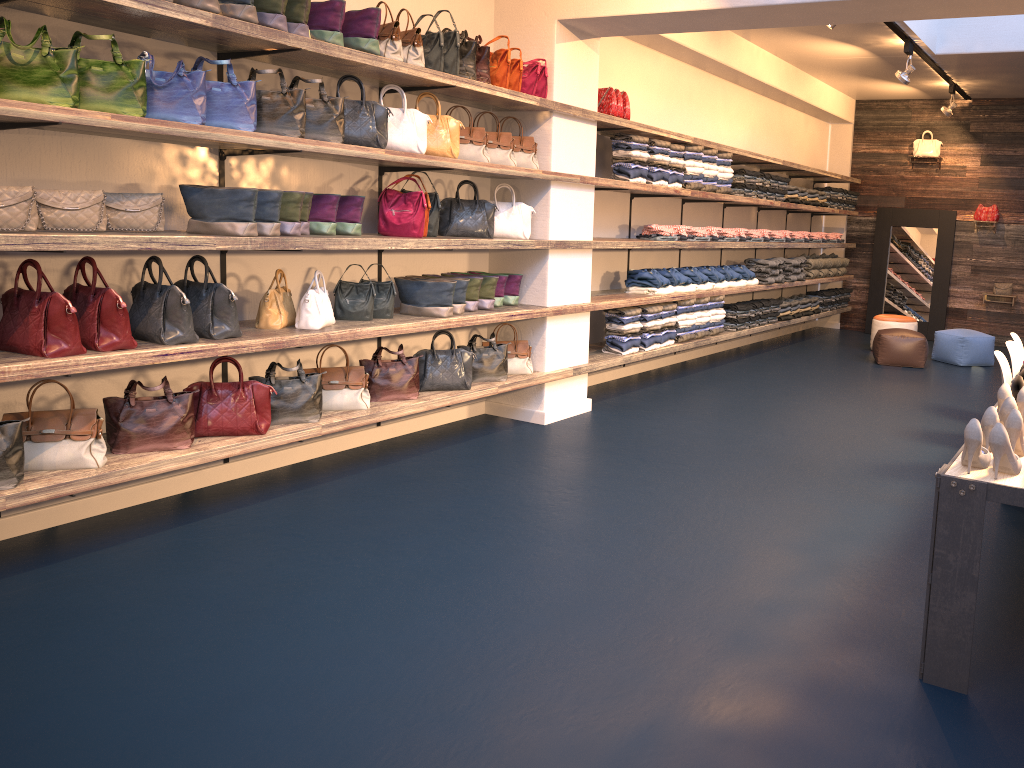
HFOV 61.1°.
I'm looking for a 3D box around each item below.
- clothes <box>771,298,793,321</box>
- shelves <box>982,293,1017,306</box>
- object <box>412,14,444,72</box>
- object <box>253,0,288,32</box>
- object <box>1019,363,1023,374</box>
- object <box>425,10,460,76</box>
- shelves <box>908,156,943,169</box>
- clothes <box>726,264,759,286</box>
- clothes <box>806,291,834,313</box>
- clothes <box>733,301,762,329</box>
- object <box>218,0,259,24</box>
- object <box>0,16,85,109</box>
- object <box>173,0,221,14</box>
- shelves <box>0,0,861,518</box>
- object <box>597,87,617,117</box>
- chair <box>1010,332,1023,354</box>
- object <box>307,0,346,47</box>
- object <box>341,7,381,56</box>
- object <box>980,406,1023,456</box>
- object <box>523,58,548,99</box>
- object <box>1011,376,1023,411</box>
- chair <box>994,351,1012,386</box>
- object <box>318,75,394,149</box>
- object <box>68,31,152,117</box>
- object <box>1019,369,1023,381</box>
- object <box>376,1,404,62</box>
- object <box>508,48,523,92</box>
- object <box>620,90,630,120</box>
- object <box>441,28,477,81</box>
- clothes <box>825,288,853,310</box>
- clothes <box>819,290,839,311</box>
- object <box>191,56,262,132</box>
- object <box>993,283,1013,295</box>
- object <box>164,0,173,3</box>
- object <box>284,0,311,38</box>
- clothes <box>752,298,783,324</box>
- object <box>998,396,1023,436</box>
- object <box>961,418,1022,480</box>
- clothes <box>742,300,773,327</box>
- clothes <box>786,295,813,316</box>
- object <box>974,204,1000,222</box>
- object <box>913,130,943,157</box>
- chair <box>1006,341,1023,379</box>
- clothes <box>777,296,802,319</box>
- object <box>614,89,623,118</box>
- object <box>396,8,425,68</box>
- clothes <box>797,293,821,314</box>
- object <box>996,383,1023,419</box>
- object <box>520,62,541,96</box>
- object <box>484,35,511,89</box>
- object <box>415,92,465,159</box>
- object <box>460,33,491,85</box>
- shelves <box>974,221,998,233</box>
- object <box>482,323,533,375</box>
[{"bbox_3d":[3.281,-0.936,10.861,0.384,0.249,0.378,12,13,42],"label":"clothes"},{"bbox_3d":[6.958,-1.205,12.398,0.421,0.142,0.265,10,12,31],"label":"shelves"},{"bbox_3d":[-0.523,-1.997,5.101,0.275,0.349,0.146,7,9,27],"label":"object"},{"bbox_3d":[-1.224,-1.790,4.136,0.392,0.233,0.191,8,10,26],"label":"object"},{"bbox_3d":[2.689,-0.026,4.463,0.188,0.193,0.262,9,11,33],"label":"object"},{"bbox_3d":[-0.436,-2.045,5.220,0.275,0.406,0.146,7,9,27],"label":"object"},{"bbox_3d":[6.050,-3.239,12.713,0.421,0.156,0.265,10,12,31],"label":"shelves"},{"bbox_3d":[2.530,-1.233,9.790,0.395,0.238,0.463,9,12,32],"label":"clothes"},{"bbox_3d":[4.326,-1.169,12.227,0.344,0.296,0.354,9,12,35],"label":"clothes"},{"bbox_3d":[2.620,-0.788,9.812,0.346,0.296,0.342,6,10,21],"label":"clothes"},{"bbox_3d":[-1.320,-1.764,3.958,0.394,0.229,0.190,7,10,23],"label":"object"},{"bbox_3d":[-1.852,-1.219,3.307,0.398,0.319,0.188,-1,9,-20],"label":"object"},{"bbox_3d":[-1.426,-1.740,3.807,0.388,0.229,0.193,10,11,33],"label":"object"},{"bbox_3d":[3.059,-0.315,4.184,8.053,2.205,18.195,10,13,33],"label":"shelves"},{"bbox_3d":[0.661,-2.210,6.795,0.297,0.242,0.153,8,10,29],"label":"object"},{"bbox_3d":[4.211,0.019,6.897,0.507,0.794,0.503,7,10,31],"label":"chair"},{"bbox_3d":[-1.022,-1.846,4.472,0.392,0.233,0.191,8,10,26],"label":"object"},{"bbox_3d":[-0.850,-1.865,4.621,0.388,0.233,0.193,10,11,33],"label":"object"},{"bbox_3d":[1.824,0.167,3.242,0.190,0.193,0.259,7,10,25],"label":"object"},{"bbox_3d":[0.125,-2.125,6.037,0.252,0.308,0.216,2,8,-6],"label":"object"},{"bbox_3d":[2.365,0.050,3.988,0.189,0.193,0.260,8,11,28],"label":"object"},{"bbox_3d":[3.414,0.212,5.696,0.507,0.794,0.503,7,10,31],"label":"chair"},{"bbox_3d":[-0.863,-1.477,4.713,0.451,0.382,0.183,-1,9,-22],"label":"object"},{"bbox_3d":[-1.688,-1.265,3.546,0.399,0.336,0.206,-1,9,-21],"label":"object"},{"bbox_3d":[2.550,0.015,4.219,0.186,0.193,0.263,10,12,40],"label":"object"},{"bbox_3d":[-0.735,-1.947,4.803,0.326,0.332,0.179,11,12,43],"label":"object"},{"bbox_3d":[-0.055,-2.101,5.807,0.260,0.327,0.222,1,8,-9],"label":"object"},{"bbox_3d":[0.787,-2.238,6.971,0.300,0.242,0.152,7,9,25],"label":"object"},{"bbox_3d":[-0.373,-2.052,5.410,0.306,0.335,0.275,0,9,-15],"label":"object"},{"bbox_3d":[4.822,-1.285,12.958,0.340,0.296,0.700,9,12,35],"label":"clothes"},{"bbox_3d":[4.519,-1.216,12.521,0.346,0.296,0.342,6,10,21],"label":"clothes"},{"bbox_3d":[-1.362,-1.339,4.012,0.399,0.336,0.206,-1,9,-21],"label":"object"},{"bbox_3d":[6.986,-1.354,12.356,0.264,0.174,0.107,4,8,7],"label":"object"},{"bbox_3d":[-1.544,-1.718,3.639,0.199,0.242,0.312,-4,12,-36],"label":"object"},{"bbox_3d":[-1.155,-1.826,4.333,0.389,0.233,0.192,9,11,31],"label":"object"},{"bbox_3d":[3.025,-0.879,10.390,0.326,0.296,0.333,10,12,39],"label":"clothes"},{"bbox_3d":[2.018,0.132,3.474,0.192,0.193,0.256,6,10,20],"label":"object"},{"bbox_3d":[1.648,0.207,2.991,0.187,0.193,0.263,10,12,38],"label":"object"},{"bbox_3d":[2.822,-0.833,10.101,0.328,0.296,0.331,9,11,33],"label":"clothes"},{"bbox_3d":[3.783,-1.049,11.578,0.384,0.249,0.378,12,13,42],"label":"clothes"},{"bbox_3d":[6.775,-2.441,12.384,0.313,0.251,0.149,12,12,43],"label":"object"},{"bbox_3d":[6.068,-3.502,12.673,0.406,0.382,0.203,6,9,18],"label":"object"},{"bbox_3d":[3.827,0.119,6.283,0.503,0.794,0.506,9,11,40],"label":"chair"},{"bbox_3d":[3.527,-0.991,11.210,0.388,0.249,0.374,9,11,30],"label":"clothes"},{"bbox_3d":[0.720,-2.224,6.881,0.296,0.242,0.154,9,10,33],"label":"object"},{"bbox_3d":[-0.632,-1.970,4.949,0.326,0.332,0.179,11,12,43],"label":"object"},{"bbox_3d":[4.030,-1.104,11.927,0.388,0.249,0.374,9,11,30],"label":"clothes"},{"bbox_3d":[2.190,0.087,3.752,0.186,0.193,0.263,11,12,41],"label":"object"},{"bbox_3d":[0.071,-2.091,5.943,0.314,0.281,0.248,-1,10,-21],"label":"object"},{"bbox_3d":[-0.137,-2.109,5.687,0.260,0.381,0.222,1,8,-9],"label":"object"},{"bbox_3d":[-0.499,-1.560,5.237,0.451,0.382,0.183,-1,9,-22],"label":"object"},{"bbox_3d":[-0.272,-2.083,5.589,0.348,0.335,0.235,10,11,39],"label":"object"},{"bbox_3d":[6.762,-2.244,12.398,0.283,0.156,0.265,9,12,31],"label":"shelves"},{"bbox_3d":[-0.041,-0.254,6.222,0.403,0.363,0.171,0,8,-18],"label":"object"}]
